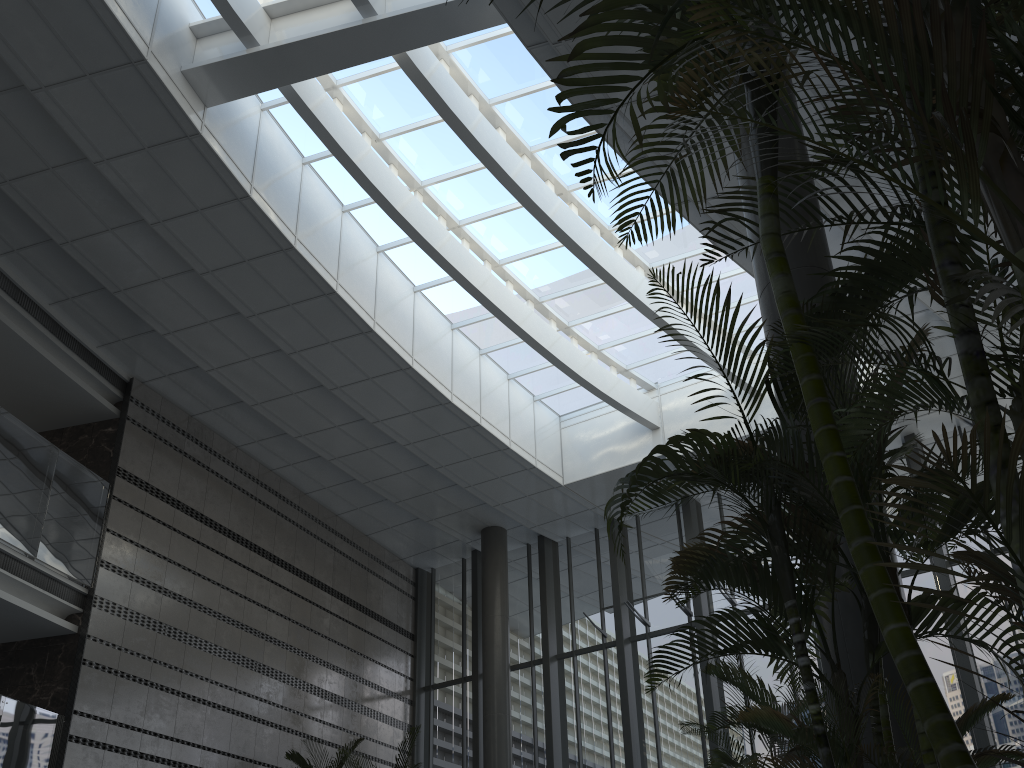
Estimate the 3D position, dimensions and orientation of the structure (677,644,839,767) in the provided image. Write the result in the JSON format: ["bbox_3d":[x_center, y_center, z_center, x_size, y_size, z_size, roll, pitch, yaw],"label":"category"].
[{"bbox_3d":[1.863,3.228,5.579,1.409,3.072,1.370,-8,-28,12],"label":"structure"}]

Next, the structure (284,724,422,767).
[{"bbox_3d":[-2.018,6.738,11.208,2.588,4.136,2.679,-20,-33,30],"label":"structure"}]

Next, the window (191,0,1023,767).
[{"bbox_3d":[-1.339,0.994,7.235,14.137,8.952,20.168,-27,-41,34],"label":"window"}]

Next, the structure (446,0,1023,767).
[{"bbox_3d":[0.830,-0.280,1.464,2.430,4.135,2.847,-6,-29,9],"label":"structure"}]

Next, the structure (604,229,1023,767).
[{"bbox_3d":[1.248,1.238,2.926,1.645,3.311,2.298,-8,-29,11],"label":"structure"}]

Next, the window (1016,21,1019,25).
[{"bbox_3d":[5.529,-0.041,4.647,4.277,7.121,17.046,-15,-36,24],"label":"window"}]
